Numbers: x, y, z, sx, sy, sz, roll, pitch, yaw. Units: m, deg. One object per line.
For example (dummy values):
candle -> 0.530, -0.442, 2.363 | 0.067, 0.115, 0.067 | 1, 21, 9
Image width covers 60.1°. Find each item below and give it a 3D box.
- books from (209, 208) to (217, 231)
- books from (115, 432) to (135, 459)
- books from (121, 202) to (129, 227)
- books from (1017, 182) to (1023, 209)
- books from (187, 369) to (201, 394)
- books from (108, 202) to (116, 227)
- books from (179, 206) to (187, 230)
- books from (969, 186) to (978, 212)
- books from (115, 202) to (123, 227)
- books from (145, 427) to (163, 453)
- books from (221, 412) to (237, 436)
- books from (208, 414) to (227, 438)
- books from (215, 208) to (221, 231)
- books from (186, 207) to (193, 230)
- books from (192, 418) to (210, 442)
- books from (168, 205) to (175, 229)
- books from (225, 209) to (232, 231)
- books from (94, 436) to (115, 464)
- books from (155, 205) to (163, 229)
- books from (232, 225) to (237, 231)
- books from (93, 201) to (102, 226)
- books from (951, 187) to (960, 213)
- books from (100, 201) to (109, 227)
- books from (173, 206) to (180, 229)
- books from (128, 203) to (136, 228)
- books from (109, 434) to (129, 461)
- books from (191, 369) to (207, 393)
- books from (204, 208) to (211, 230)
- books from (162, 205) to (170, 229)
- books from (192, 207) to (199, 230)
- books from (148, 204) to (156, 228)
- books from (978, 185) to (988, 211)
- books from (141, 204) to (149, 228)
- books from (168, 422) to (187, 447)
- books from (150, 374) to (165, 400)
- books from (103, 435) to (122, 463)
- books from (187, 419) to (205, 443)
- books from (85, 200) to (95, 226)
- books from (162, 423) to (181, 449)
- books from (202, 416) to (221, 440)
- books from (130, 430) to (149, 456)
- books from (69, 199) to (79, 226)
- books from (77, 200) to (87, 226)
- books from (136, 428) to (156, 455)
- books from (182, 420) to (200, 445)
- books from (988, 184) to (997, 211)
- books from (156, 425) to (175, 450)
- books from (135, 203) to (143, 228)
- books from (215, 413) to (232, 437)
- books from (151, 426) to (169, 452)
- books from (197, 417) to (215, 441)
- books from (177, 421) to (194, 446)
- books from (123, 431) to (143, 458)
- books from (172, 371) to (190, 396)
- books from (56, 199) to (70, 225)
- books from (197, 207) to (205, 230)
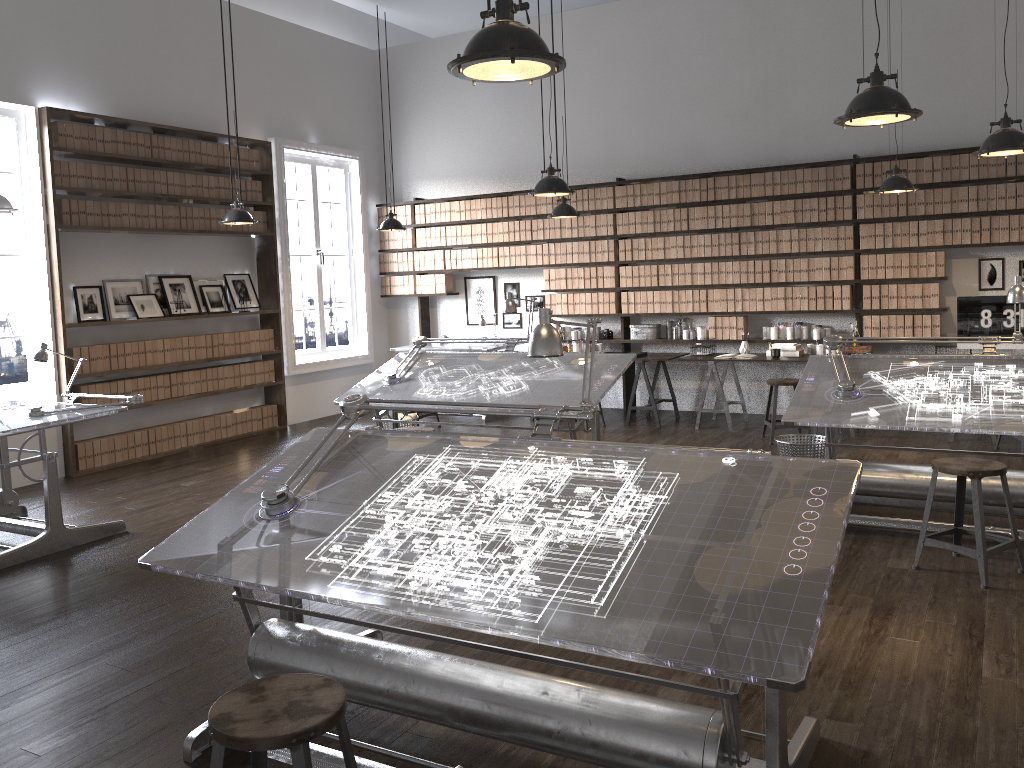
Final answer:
books -> -2.984, -1.602, 8.671 | 0.174, 0.225, 0.067 | 0, 5, 30
books -> -3.437, 0.550, 7.870 | 0.174, 0.225, 0.067 | 0, 5, 29
books -> -3.469, -1.481, 7.817 | 0.174, 0.225, 0.067 | 0, 5, 30
books -> 4.295, -1.582, 7.472 | 0.067, 0.225, 0.175 | 0, 5, 30
books -> -3.078, -0.024, 8.510 | 0.174, 0.225, 0.067 | 0, 5, 30
books -> -3.530, -1.465, 7.703 | 0.174, 0.225, 0.067 | 0, 5, 29
books -> -3.159, -1.558, 8.363 | 0.174, 0.225, 0.067 | 0, 5, 29
books -> 3.987, -1.591, 7.648 | 0.067, 0.225, 0.175 | 0, 5, 29
books -> -3.502, -1.474, 7.763 | 0.174, 0.225, 0.067 | 0, 5, 30
books -> -3.295, 0.514, 8.123 | 0.174, 0.225, 0.067 | 0, 5, 30
books -> -2.855, 0.404, 8.899 | 0.174, 0.225, 0.067 | 0, 5, 30
books -> -2.918, 0.421, 8.780 | 0.174, 0.225, 0.067 | 0, 5, 29
books -> -2.955, -1.610, 8.731 | 0.174, 0.225, 0.067 | 0, 5, 29
books -> -3.127, -1.568, 8.431 | 0.174, 0.225, 0.067 | 0, 5, 30
books -> -3.020, 0.447, 8.597 | 0.174, 0.225, 0.067 | 0, 5, 30
books -> -3.230, -1.541, 8.243 | 0.174, 0.225, 0.067 | 0, 5, 29
books -> -2.886, -1.627, 8.847 | 0.174, 0.225, 0.067 | 0, 5, 30
books -> -3.537, 0.575, 7.691 | 0.174, 0.225, 0.067 | 0, 5, 29
books -> -3.293, -1.525, 8.123 | 0.174, 0.225, 0.067 | 0, 5, 29
books -> -2.855, -1.635, 8.910 | 0.174, 0.225, 0.067 | 0, 5, 29
books -> -3.603, -1.448, 7.586 | 0.174, 0.225, 0.067 | 0, 5, 30
books -> 3.871, -1.594, 7.717 | 0.067, 0.225, 0.175 | 0, 5, 30
books -> -3.568, -1.457, 7.647 | 0.174, 0.225, 0.067 | 0, 5, 30
books -> -3.200, -1.549, 8.301 | 0.174, 0.225, 0.067 | 0, 5, 30
books -> -3.432, -1.490, 7.879 | 0.174, 0.225, 0.067 | 0, 5, 29
books -> -3.472, 0.558, 7.808 | 0.174, 0.225, 0.067 | 0, 5, 29
books -> -3.042, -0.032, 8.570 | 0.174, 0.225, 0.067 | 0, 5, 30
books -> -3.022, -1.594, 8.615 | 0.174, 0.225, 0.067 | 0, 5, 29
books -> -3.257, -1.533, 8.186 | 0.174, 0.225, 0.067 | 0, 5, 30
books -> -3.088, -1.576, 8.490 | 0.174, 0.225, 0.067 | 0, 5, 30
books -> -3.331, -1.516, 8.062 | 0.174, 0.225, 0.067 | 0, 5, 29
books -> 4.050, -1.590, 7.617 | 0.067, 0.225, 0.175 | 0, 5, 30
books -> -3.369, -1.507, 8.004 | 0.174, 0.225, 0.067 | 0, 5, 30
books -> -3.158, 0.481, 8.358 | 0.174, 0.225, 0.067 | 0, 5, 29
books -> -3.284, 0.029, 8.136 | 0.174, 0.225, 0.067 | 0, 5, 29
books -> -3.500, 0.567, 7.746 | 0.174, 0.225, 0.067 | 0, 5, 30
books -> -3.057, 0.455, 8.541 | 0.174, 0.225, 0.067 | 0, 5, 29
books -> -3.634, -1.440, 7.522 | 0.174, 0.225, 0.067 | 0, 5, 29
books -> -3.191, 0.490, 8.294 | 0.174, 0.225, 0.067 | 0, 5, 29
books -> -2.956, 0.430, 8.721 | 0.174, 0.225, 0.067 | 0, 5, 30
books -> -3.368, 0.532, 7.993 | 0.174, 0.225, 0.067 | 0, 5, 30
books -> -3.705, -1.422, 7.395 | 0.174, 0.225, 0.067 | 0, 5, 30
books -> -3.673, -1.431, 7.463 | 0.174, 0.225, 0.067 | 0, 5, 29
books -> -3.327, 0.523, 8.056 | 0.174, 0.225, 0.067 | 0, 5, 29
books -> -3.086, 0.463, 8.486 | 0.174, 0.225, 0.067 | 0, 5, 29
books -> 4.112, -1.588, 7.584 | 0.067, 0.225, 0.175 | 0, 5, 30
books -> -3.226, 0.499, 8.231 | 0.174, 0.225, 0.067 | 0, 5, 30
books -> -3.401, -1.499, 7.942 | 0.174, 0.225, 0.067 | 0, 5, 30
books -> -2.884, 0.412, 8.844 | 0.174, 0.225, 0.067 | 0, 5, 30
books -> -3.261, 0.506, 8.178 | 0.174, 0.225, 0.067 | 0, 5, 29
books -> -2.992, 0.438, 8.661 | 0.174, 0.225, 0.067 | 0, 5, 30
books -> -3.120, 0.471, 8.422 | 0.174, 0.225, 0.067 | 0, 5, 30
books -> -3.399, 0.541, 7.929 | 0.174, 0.225, 0.067 | 0, 5, 30
books -> -3.142, -0.006, 8.383 | 0.174, 0.225, 0.067 | 0, 5, 29
books -> -3.746, -1.413, 7.333 | 0.174, 0.225, 0.067 | 0, 5, 29
books -> -3.057, -1.585, 8.554 | 0.174, 0.225, 0.067 | 0, 5, 29
